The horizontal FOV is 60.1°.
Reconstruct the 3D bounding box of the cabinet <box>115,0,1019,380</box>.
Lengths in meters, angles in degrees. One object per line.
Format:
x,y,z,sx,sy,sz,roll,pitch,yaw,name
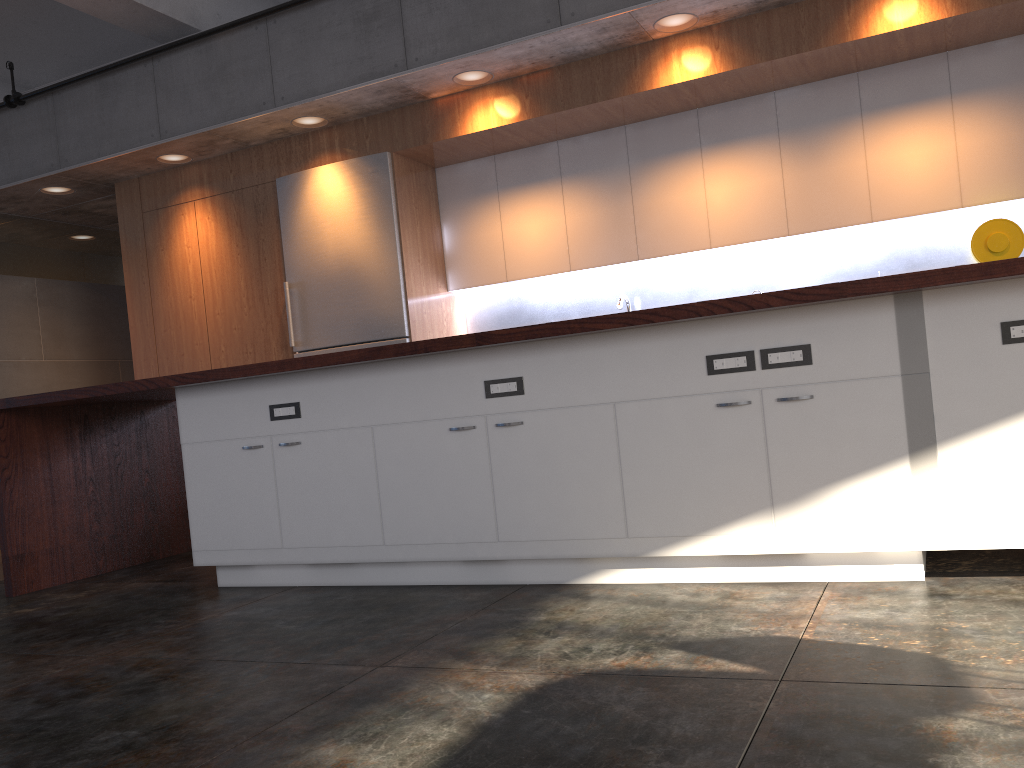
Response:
1.145,-0.737,6.406,7.985,2.563,2.415,-6,0,24,cabinet

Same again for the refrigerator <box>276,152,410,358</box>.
-1.116,-0.413,6.161,0.943,2.191,0.223,-6,0,21,refrigerator

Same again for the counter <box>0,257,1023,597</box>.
0.708,0.222,3.497,6.556,0.971,1.159,-6,-1,24,counter

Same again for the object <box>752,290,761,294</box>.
-3.367,0.617,9.408,12.939,1.215,0.967,-7,-1,35,object

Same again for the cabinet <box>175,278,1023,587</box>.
1.253,0.192,3.240,5.563,0.930,0.936,-6,-1,24,cabinet

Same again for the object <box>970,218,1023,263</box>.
2.655,-0.707,4.825,0.270,0.381,0.101,-6,0,24,object
